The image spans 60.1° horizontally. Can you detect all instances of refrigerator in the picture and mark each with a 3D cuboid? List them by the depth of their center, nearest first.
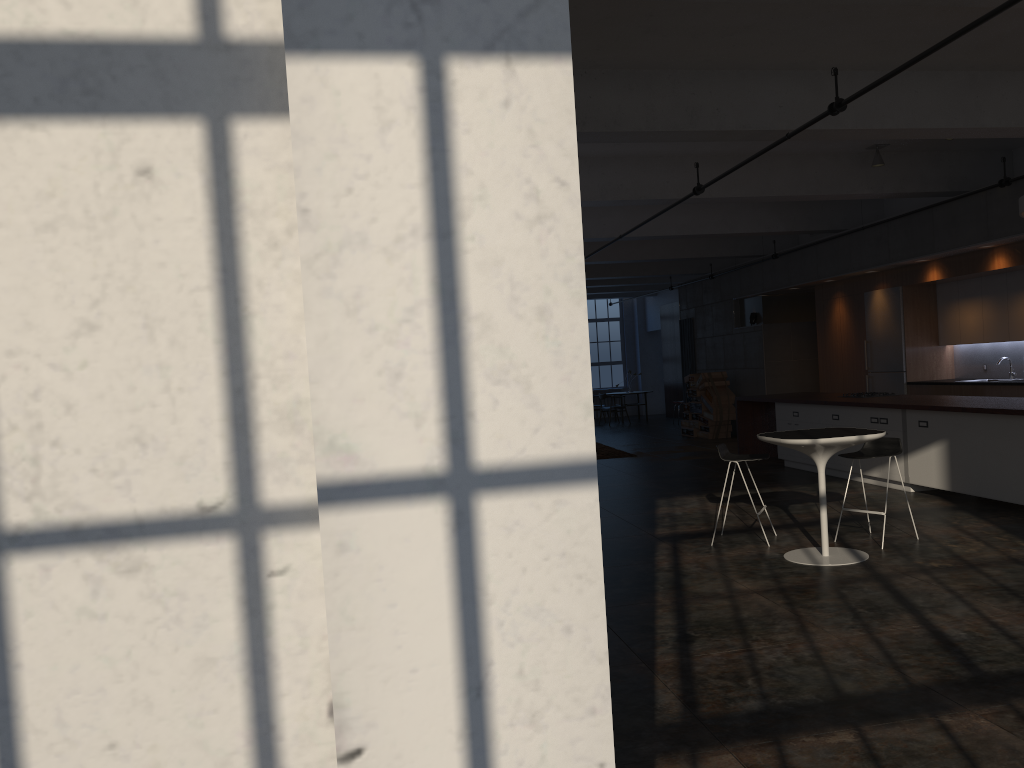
[{"bbox_3d":[5.691,-0.331,13.371,0.222,2.193,0.946,-4,2,-12],"label":"refrigerator"}]

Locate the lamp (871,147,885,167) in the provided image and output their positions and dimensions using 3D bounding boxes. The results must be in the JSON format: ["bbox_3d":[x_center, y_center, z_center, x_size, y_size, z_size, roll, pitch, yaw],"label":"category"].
[{"bbox_3d":[4.371,-2.718,10.583,0.153,0.216,0.158,-3,2,27],"label":"lamp"}]

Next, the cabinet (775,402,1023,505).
[{"bbox_3d":[4.593,0.689,9.752,0.929,0.931,5.603,-4,1,-9],"label":"cabinet"}]

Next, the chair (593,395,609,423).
[{"bbox_3d":[2.352,0.659,24.752,0.666,0.865,0.735,-3,2,17],"label":"chair"}]

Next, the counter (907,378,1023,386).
[{"bbox_3d":[6.886,-0.053,10.861,1.619,0.039,4.424,-4,1,-9],"label":"counter"}]

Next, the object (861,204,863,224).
[{"bbox_3d":[6.499,-0.129,10.760,0.050,0.053,0.065,-3,2,28],"label":"object"}]

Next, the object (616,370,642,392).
[{"bbox_3d":[3.229,-0.086,24.440,0.779,0.625,0.238,-4,2,-9],"label":"object"}]

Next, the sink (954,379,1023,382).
[{"bbox_3d":[6.285,0.046,11.664,0.527,0.192,0.723,-4,1,-10],"label":"sink"}]

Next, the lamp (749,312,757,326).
[{"bbox_3d":[4.612,-1.236,16.884,0.215,0.259,0.168,-5,2,-29],"label":"lamp"}]

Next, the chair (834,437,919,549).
[{"bbox_3d":[2.940,0.896,7.195,0.514,0.896,0.455,-5,2,-33],"label":"chair"}]

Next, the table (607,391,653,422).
[{"bbox_3d":[3.271,0.655,24.481,1.285,0.852,1.334,-3,1,34],"label":"table"}]

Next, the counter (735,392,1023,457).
[{"bbox_3d":[4.506,0.657,10.353,1.150,0.972,6.603,-4,1,-9],"label":"counter"}]

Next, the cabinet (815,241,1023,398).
[{"bbox_3d":[7.118,-0.497,11.649,2.396,2.564,8.041,-4,1,-9],"label":"cabinet"}]

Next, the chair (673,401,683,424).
[{"bbox_3d":[4.362,0.503,22.108,0.661,0.988,0.424,-4,2,-11],"label":"chair"}]

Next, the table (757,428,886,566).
[{"bbox_3d":[2.369,0.849,6.753,0.834,0.952,0.822,-4,2,-10],"label":"table"}]

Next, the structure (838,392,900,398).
[{"bbox_3d":[4.538,0.151,11.290,0.516,0.072,0.635,-4,1,-10],"label":"structure"}]

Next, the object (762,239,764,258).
[{"bbox_3d":[6.543,-0.176,10.847,0.058,0.060,0.051,-3,2,24],"label":"object"}]

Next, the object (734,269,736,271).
[{"bbox_3d":[6.573,-0.117,10.788,0.061,0.053,0.052,-3,2,33],"label":"object"}]

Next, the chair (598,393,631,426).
[{"bbox_3d":[2.679,0.657,23.396,0.683,0.865,0.716,-4,2,-23],"label":"chair"}]

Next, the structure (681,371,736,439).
[{"bbox_3d":[3.922,0.413,18.006,0.642,1.316,1.898,-4,1,-9],"label":"structure"}]

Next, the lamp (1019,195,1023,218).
[{"bbox_3d":[4.986,-1.585,7.626,1.058,0.130,1.027,-3,1,36],"label":"lamp"}]
